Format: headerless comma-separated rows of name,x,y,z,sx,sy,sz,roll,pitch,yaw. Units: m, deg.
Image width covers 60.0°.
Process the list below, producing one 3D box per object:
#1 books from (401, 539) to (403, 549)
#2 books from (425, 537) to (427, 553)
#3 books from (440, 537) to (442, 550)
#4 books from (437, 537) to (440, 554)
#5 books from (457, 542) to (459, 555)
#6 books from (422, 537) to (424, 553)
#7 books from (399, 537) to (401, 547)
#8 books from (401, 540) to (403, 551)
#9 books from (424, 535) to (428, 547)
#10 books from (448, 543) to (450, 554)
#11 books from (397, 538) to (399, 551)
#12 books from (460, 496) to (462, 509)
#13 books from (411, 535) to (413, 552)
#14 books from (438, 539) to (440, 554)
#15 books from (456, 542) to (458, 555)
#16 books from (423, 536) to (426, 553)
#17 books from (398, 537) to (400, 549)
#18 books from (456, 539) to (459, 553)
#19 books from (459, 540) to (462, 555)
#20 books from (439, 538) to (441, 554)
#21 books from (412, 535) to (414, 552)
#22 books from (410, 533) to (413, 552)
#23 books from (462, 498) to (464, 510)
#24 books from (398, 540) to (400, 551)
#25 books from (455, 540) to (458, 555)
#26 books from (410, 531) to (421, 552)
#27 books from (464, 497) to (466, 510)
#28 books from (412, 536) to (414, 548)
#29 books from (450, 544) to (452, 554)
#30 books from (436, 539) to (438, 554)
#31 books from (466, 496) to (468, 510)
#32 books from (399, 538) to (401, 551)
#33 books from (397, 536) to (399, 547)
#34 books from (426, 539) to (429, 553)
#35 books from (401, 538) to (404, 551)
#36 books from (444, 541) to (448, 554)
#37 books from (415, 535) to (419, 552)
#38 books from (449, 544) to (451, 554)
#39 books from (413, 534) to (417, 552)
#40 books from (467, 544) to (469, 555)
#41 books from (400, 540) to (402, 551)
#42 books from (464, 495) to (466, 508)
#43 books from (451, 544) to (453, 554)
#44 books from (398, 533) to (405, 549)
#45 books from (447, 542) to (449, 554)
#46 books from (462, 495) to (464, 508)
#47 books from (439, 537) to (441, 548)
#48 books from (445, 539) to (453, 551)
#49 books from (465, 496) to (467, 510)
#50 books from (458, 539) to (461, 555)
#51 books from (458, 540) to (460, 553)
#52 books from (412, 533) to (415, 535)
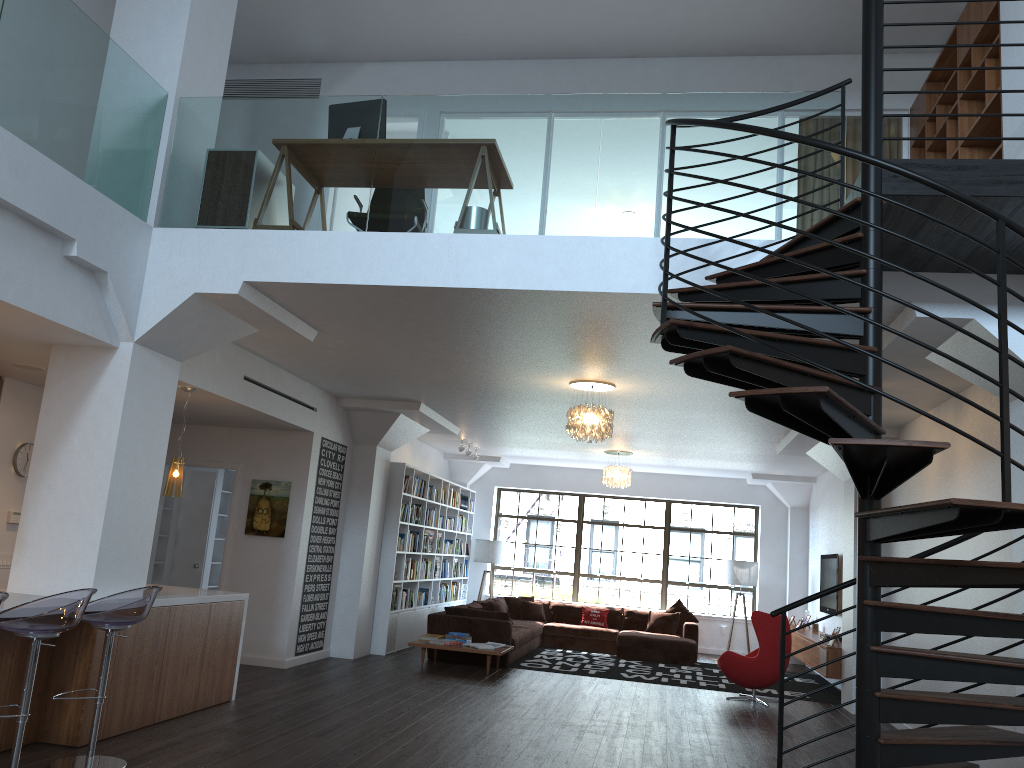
books,-1.504,2.109,11.642,0.120,0.167,0.020,3,-11,10
books,-1.317,2.318,12.802,0.161,0.223,0.032,3,-11,10
books,-1.179,2.488,13.692,0.160,0.251,0.036,3,-11,10
books,-1.204,2.445,13.487,0.174,0.251,0.051,3,-11,10
books,-0.976,2.732,14.864,0.171,0.246,0.039,3,-11,10
books,-1.342,2.294,12.688,0.161,0.223,0.032,3,-11,10
books,-1.527,2.087,11.573,0.128,0.178,0.022,3,-11,10
books,-1.493,2.116,11.666,0.106,0.162,0.032,3,-11,10
books,-1.324,2.310,12.843,0.183,0.253,0.042,3,-11,10
books,-1.069,2.634,14.215,0.128,0.178,0.022,3,-11,10
books,-1.532,2.073,11.501,0.128,0.178,0.022,3,-11,10
books,-0.929,1.979,14.857,0.161,0.223,0.032,3,-11,10
books,-1.437,2.175,12.111,0.161,0.223,0.027,3,-11,10
books,-1.190,2.474,13.552,0.161,0.223,0.030,3,-11,10
books,-0.985,2.722,14.753,0.161,0.223,0.032,3,-11,10
books,-1.333,2.294,12.731,0.174,0.240,0.054,3,-11,10
books,-1.530,2.077,11.522,0.128,0.178,0.021,3,-11,10
books,-0.992,2.714,14.794,0.183,0.253,0.042,3,-11,10
books,-0.948,2.762,15.024,0.183,0.253,0.042,3,-11,10
books,-1.182,2.483,13.655,0.171,0.246,0.036,3,-11,10
books,-1.437,2.183,12.172,0.167,0.230,0.037,3,-11,10
books,-1.448,2.156,12.090,0.159,0.250,0.026,3,-11,10
books,-0.915,2.005,15.062,0.183,0.253,0.042,3,-11,10
books,-1.532,2.079,11.549,0.134,0.184,0.030,3,-11,10
books,-1.001,2.698,14.683,0.174,0.240,0.054,3,-11,10
books,-1.381,2.215,12.473,0.176,0.294,0.102,3,-11,10
books,-0.892,2.031,15.188,0.183,0.253,0.042,3,-11,10
books,-1.435,2.181,12.138,0.161,0.223,0.026,3,-11,10
books,-1.041,2.670,14.356,0.120,0.167,0.020,3,-11,10
books,-1.213,2.451,13.445,0.161,0.223,0.030,3,-11,10
books,-0.867,2.057,15.314,0.183,0.253,0.042,3,-11,10
books,-1.516,2.095,11.590,0.109,0.171,0.018,3,-11,10
books,-1.541,2.058,11.484,0.127,0.200,0.020,3,-11,10
books,-1.295,2.358,12.953,0.161,0.207,0.135,3,-11,10
books,-1.489,2.119,11.691,0.107,0.167,0.017,3,-11,10
books,-1.098,2.593,14.088,0.140,0.206,0.042,3,-11,10
books,-1.399,2.213,12.335,0.174,0.239,0.045,3,-11,10
books,-1.053,2.656,14.304,0.109,0.171,0.018,3,-11,10
books,-1.416,2.186,12.240,0.182,0.253,0.034,3,-11,10
books,-0.850,2.894,15.565,0.182,0.215,0.188,3,-11,10
books,-1.506,2.111,11.622,0.110,0.153,0.018,3,-11,10
books,-0.894,2.022,15.145,0.183,0.253,0.042,3,-11,10
books,-1.026,2.680,14.405,0.107,0.167,0.017,3,-11,10
books,-1.497,2.093,11.733,0.140,0.231,0.042,3,-11,10
books,-1.087,2.609,14.125,0.139,0.191,0.036,3,-11,10
books,-0.920,1.996,15.019,0.183,0.253,0.042,3,-11,10
books,-1.197,2.467,13.590,0.183,0.253,0.039,3,-11,10
books,-1.034,2.654,14.447,0.140,0.231,0.042,3,-11,10
books,-0.879,2.040,15.230,0.183,0.253,0.042,3,-11,10
books,-0.968,2.741,14.942,0.180,0.259,0.042,3,-11,10
books,-0.972,2.738,14.903,0.160,0.251,0.039,3,-11,10
books,-1.444,2.178,12.211,0.182,0.253,0.034,3,-11,10
